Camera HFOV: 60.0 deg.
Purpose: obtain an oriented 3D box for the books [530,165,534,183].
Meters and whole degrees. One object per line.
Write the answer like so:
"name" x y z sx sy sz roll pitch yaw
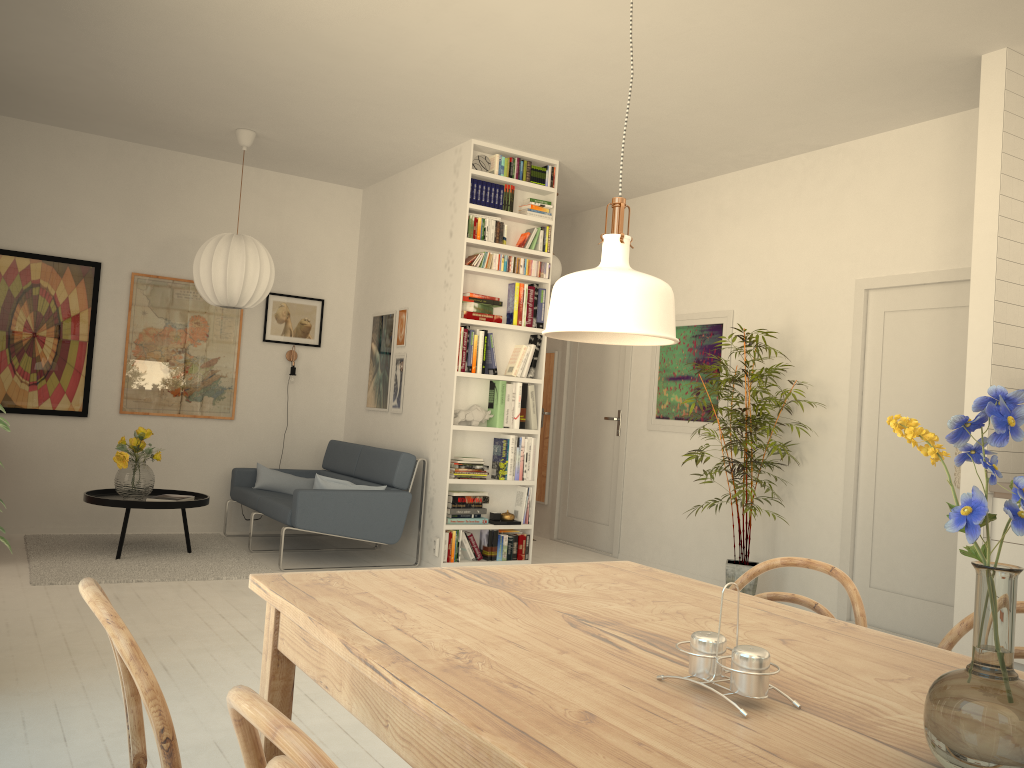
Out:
"books" 0.105 -1.469 6.270 0.017 0.130 0.150 5 -2 -32

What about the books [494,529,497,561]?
"books" -0.166 1.100 6.135 0.015 0.214 0.202 5 -3 -32

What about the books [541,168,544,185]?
"books" 0.179 -1.462 6.316 0.017 0.130 0.150 5 -2 -32

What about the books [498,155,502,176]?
"books" -0.132 -1.497 6.162 0.013 0.146 0.208 5 -2 -32

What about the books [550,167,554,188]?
"books" 0.230 -1.465 6.387 0.021 0.151 0.228 5 -2 -32

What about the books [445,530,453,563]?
"books" -0.458 1.081 5.954 0.026 0.206 0.187 5 -3 -32

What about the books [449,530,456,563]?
"books" -0.435 1.080 5.962 0.020 0.211 0.185 5 -3 -32

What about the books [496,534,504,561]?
"books" -0.137 1.122 6.169 0.044 0.179 0.224 5 -2 -32

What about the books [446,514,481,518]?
"books" -0.357 0.888 6.037 0.241 0.024 0.168 5 -2 -37

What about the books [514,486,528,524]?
"books" 0.035 0.849 6.276 0.034 0.257 0.209 5 -3 -32

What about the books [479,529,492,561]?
"books" -0.204 1.097 6.110 0.015 0.214 0.202 5 -3 -32

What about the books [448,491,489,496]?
"books" -0.326 0.742 6.056 0.297 0.024 0.162 6 -2 -41

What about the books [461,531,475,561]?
"books" -0.334 1.092 6.028 0.135 0.200 0.134 5 -3 -32

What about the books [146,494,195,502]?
"books" -2.223 0.751 5.777 0.200 0.031 0.289 4 -2 3

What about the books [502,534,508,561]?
"books" -0.103 1.126 6.183 0.032 0.176 0.222 5 -2 -32

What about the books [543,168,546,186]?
"books" 0.194 -1.460 6.325 0.017 0.130 0.150 5 -2 -32

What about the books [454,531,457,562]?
"books" -0.429 1.082 5.982 0.012 0.206 0.193 5 -3 -32

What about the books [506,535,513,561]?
"books" -0.070 1.136 6.204 0.048 0.163 0.209 5 -2 -32

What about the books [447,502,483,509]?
"books" -0.342 0.821 6.028 0.247 0.039 0.143 5 -2 -35

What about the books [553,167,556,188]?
"books" 0.233 -1.466 6.414 0.014 0.154 0.260 5 -2 -32

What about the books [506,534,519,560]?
"books" -0.035 1.136 6.242 0.050 0.170 0.221 5 -2 -32

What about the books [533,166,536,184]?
"books" 0.120 -1.467 6.279 0.017 0.130 0.150 5 -2 -32

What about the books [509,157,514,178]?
"books" -0.051 -1.490 6.193 0.028 0.147 0.192 5 -2 -32

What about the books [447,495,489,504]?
"books" -0.324 0.779 6.040 0.285 0.047 0.185 5 -2 -32

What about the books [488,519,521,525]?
"books" -0.062 0.956 6.141 0.214 0.023 0.130 5 -2 -32

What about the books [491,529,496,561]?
"books" -0.175 1.099 6.121 0.015 0.214 0.202 5 -3 -32

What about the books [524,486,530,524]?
"books" 0.070 0.852 6.291 0.008 0.256 0.184 5 -3 -32

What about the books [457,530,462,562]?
"books" -0.394 1.081 5.988 0.010 0.215 0.193 5 -3 -32

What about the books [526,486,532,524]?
"books" 0.082 0.852 6.285 0.007 0.257 0.181 5 -3 -32

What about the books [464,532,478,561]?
"books" -0.305 1.098 6.038 0.118 0.192 0.118 5 -3 -32

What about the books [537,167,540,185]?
"books" 0.149 -1.464 6.297 0.017 0.130 0.150 5 -2 -32

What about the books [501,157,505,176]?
"books" -0.104 -1.491 6.149 0.023 0.137 0.161 5 -2 -32

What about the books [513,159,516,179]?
"books" -0.038 -1.489 6.221 0.024 0.148 0.188 5 -2 -32

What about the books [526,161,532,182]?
"books" 0.069 -1.482 6.281 0.032 0.152 0.200 5 -2 -32

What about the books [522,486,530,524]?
"books" 0.068 0.852 6.258 0.033 0.258 0.130 5 -3 -32

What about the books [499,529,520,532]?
"books" -0.045 1.024 6.190 0.165 0.006 0.103 5 -2 -32

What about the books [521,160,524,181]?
"books" 0.023 -1.486 6.257 0.009 0.151 0.208 5 -2 -32

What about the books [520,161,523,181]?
"books" 0.014 -1.480 6.244 0.019 0.137 0.201 5 -2 -32

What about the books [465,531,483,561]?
"books" -0.281 1.104 6.060 0.131 0.188 0.136 5 -3 -32

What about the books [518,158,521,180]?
"books" -0.003 -1.490 6.245 0.012 0.158 0.220 5 -2 -32

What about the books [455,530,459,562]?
"books" -0.415 1.079 5.992 0.021 0.215 0.174 5 -3 -32

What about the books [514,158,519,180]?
"books" -0.021 -1.491 6.240 0.024 0.156 0.228 5 -2 -32

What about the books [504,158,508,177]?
"books" -0.106 -1.487 6.198 0.025 0.131 0.253 5 -2 -32

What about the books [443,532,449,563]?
"books" -0.489 1.083 5.939 0.039 0.199 0.185 5 -3 -32

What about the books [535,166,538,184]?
"books" 0.135 -1.466 6.288 0.017 0.130 0.150 5 -2 -32

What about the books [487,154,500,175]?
"books" -0.139 -1.500 6.137 0.026 0.149 0.155 5 -3 -32

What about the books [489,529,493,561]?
"books" -0.195 1.098 6.124 0.015 0.214 0.202 5 -3 -32

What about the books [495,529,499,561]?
"books" -0.157 1.101 6.148 0.015 0.214 0.202 5 -3 -32

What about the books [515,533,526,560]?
"books" 0.021 1.136 6.253 0.056 0.180 0.202 5 -2 -32

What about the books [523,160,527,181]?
"books" 0.034 -1.485 6.277 0.032 0.154 0.212 5 -2 -32

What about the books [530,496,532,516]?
"books" 0.094 0.853 6.282 0.011 0.256 0.139 5 -3 -32

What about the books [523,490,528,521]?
"books" 0.042 0.850 6.283 0.030 0.256 0.198 5 -3 -32

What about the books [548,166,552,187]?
"books" 0.210 -1.469 6.379 0.020 0.156 0.229 5 -2 -32

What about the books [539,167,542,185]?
"books" 0.164 -1.463 6.306 0.017 0.130 0.150 5 -2 -32

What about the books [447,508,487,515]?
"books" -0.340 0.857 6.029 0.297 0.039 0.165 5 -2 -37

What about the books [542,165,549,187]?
"books" 0.212 -1.469 6.335 0.019 0.157 0.150 5 -3 -32

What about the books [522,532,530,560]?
"books" 0.048 1.140 6.292 0.032 0.176 0.230 5 -2 -32

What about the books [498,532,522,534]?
"books" -0.044 1.034 6.213 0.193 0.012 0.130 5 -2 -32

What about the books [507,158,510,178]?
"books" -0.080 -1.489 6.198 0.018 0.141 0.206 5 -2 -32

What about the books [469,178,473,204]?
"books" -0.329 -1.298 6.042 0.034 0.179 0.188 5 -3 -32
